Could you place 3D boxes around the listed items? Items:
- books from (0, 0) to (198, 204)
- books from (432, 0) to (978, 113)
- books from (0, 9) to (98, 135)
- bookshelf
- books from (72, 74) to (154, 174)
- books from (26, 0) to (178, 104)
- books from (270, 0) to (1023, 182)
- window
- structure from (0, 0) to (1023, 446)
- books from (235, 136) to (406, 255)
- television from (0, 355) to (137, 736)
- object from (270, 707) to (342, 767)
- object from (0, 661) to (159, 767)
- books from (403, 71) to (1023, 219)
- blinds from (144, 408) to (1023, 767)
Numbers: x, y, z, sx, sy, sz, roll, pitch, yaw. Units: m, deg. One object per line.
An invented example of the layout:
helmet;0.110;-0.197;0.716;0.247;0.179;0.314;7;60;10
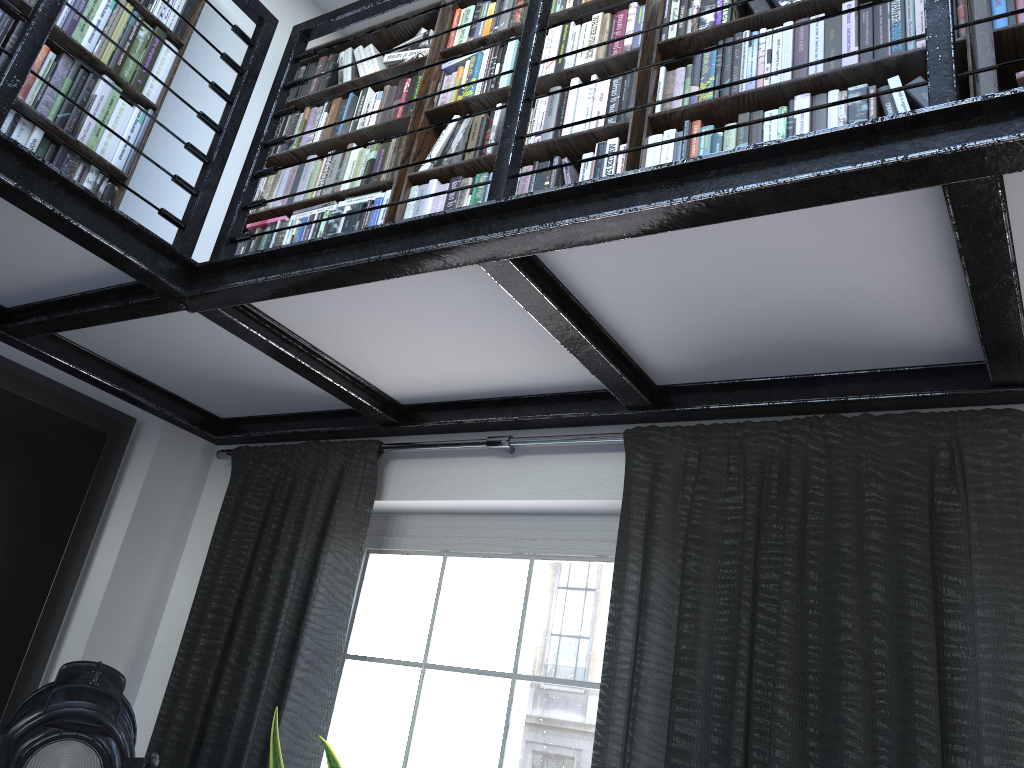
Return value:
books;-0.046;-1.619;1.201;4.370;1.429;2.177;-5;-28;31
books;0.886;-1.146;2.657;2.632;0.839;0.210;-5;-28;31
books;0.240;-1.399;1.592;4.376;1.425;1.155;-5;-28;31
bookshelf;0.144;-1.388;1.478;4.468;1.640;3.049;-5;-28;32
books;0.077;-1.373;1.375;4.329;1.156;1.578;-5;-28;31
books;-1.833;-1.490;2.276;0.314;1.444;2.178;-6;-28;32
books;0.834;-0.882;2.521;4.434;1.417;0.239;-5;-29;32
window;-0.184;1.131;2.425;1.165;1.629;0.131;-5;-29;31
structure;-0.513;-0.189;0.213;4.481;3.403;4.556;-5;-28;32
books;0.839;-0.890;2.528;4.428;1.432;0.224;-5;-28;31
television;-2.398;0.539;1.486;0.116;2.462;3.310;-6;-28;32
object;-0.586;1.341;2.234;0.551;0.953;0.520;-12;-33;41
object;-0.077;1.467;1.558;2.907;1.601;0.742;3;-25;17
books;1.137;-0.775;2.280;3.386;1.138;0.237;-5;-28;31
blinds;-0.145;1.211;2.073;2.504;2.420;0.124;-5;-29;31
